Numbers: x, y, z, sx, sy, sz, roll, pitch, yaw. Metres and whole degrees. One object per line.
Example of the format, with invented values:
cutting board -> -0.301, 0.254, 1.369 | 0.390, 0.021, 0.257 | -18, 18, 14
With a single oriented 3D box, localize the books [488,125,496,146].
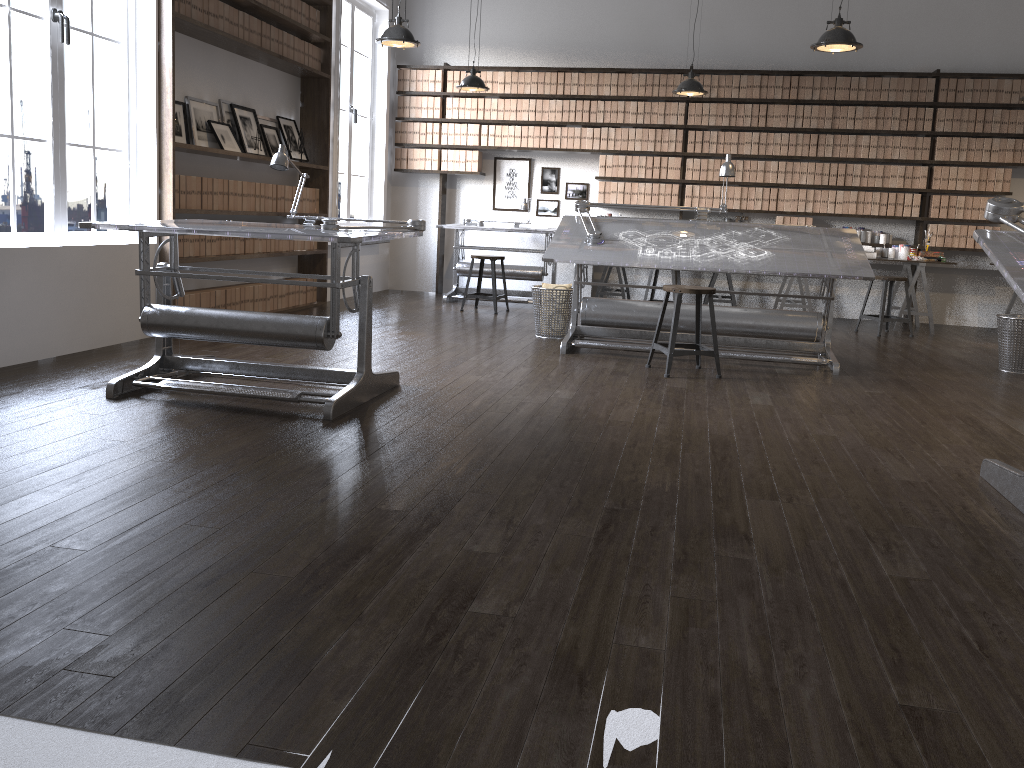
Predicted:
books -> -0.196, -2.643, 9.470 | 0.067, 0.224, 0.176 | 4, 9, 11

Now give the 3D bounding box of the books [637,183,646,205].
books -> 1.352, -1.976, 9.229 | 0.067, 0.224, 0.175 | 4, 9, 11

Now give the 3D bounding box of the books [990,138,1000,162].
books -> 4.615, -2.235, 8.505 | 0.067, 0.224, 0.176 | 4, 9, 11

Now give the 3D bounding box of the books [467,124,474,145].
books -> -0.424, -2.670, 9.518 | 0.067, 0.224, 0.176 | 4, 9, 11

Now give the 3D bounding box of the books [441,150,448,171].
books -> -0.711, -2.421, 9.607 | 0.067, 0.224, 0.176 | 4, 9, 11

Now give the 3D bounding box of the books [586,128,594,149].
books -> 0.824, -2.555, 9.267 | 0.067, 0.224, 0.176 | 4, 9, 11

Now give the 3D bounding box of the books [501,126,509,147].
books -> -0.057, -2.632, 9.448 | 0.067, 0.224, 0.175 | 4, 9, 11

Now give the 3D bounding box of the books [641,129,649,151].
books -> 1.380, -2.515, 9.156 | 0.067, 0.224, 0.176 | 4, 9, 11

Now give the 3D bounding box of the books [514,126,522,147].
books -> 0.080, -2.619, 9.413 | 0.067, 0.224, 0.176 | 4, 9, 11

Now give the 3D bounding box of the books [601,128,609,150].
books -> 0.971, -2.549, 9.234 | 0.067, 0.224, 0.176 | 4, 9, 11

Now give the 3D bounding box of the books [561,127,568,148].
books -> 0.563, -2.578, 9.323 | 0.067, 0.224, 0.175 | 4, 9, 11

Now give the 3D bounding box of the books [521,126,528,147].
books -> 0.151, -2.613, 9.399 | 0.067, 0.224, 0.176 | 4, 9, 11

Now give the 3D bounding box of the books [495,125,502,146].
books -> -0.126, -2.638, 9.460 | 0.067, 0.224, 0.176 | 4, 9, 11

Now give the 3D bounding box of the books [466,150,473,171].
books -> -0.444, -2.399, 9.560 | 0.067, 0.224, 0.175 | 4, 9, 11

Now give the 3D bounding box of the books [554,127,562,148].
books -> 0.492, -2.584, 9.333 | 0.067, 0.224, 0.175 | 4, 9, 11

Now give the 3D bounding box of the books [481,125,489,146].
books -> -0.275, -2.650, 9.488 | 0.067, 0.224, 0.176 | 4, 9, 11

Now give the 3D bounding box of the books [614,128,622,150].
books -> 1.112, -2.538, 9.213 | 0.067, 0.224, 0.175 | 4, 9, 11

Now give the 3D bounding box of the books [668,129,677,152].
books -> 1.650, -2.491, 9.099 | 0.067, 0.224, 0.175 | 4, 9, 11

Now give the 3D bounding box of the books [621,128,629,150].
books -> 1.179, -2.532, 9.197 | 0.067, 0.224, 0.176 | 4, 9, 11

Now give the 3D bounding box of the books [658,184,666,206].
books -> 1.556, -1.959, 9.189 | 0.067, 0.224, 0.176 | 4, 9, 11

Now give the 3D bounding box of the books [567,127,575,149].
books -> 0.632, -2.572, 9.309 | 0.067, 0.224, 0.176 | 4, 9, 11

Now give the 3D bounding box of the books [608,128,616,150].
books -> 1.043, -2.544, 9.223 | 0.067, 0.224, 0.175 | 4, 9, 11

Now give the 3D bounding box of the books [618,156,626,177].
books -> 1.153, -2.260, 9.232 | 0.067, 0.224, 0.176 | 4, 9, 11

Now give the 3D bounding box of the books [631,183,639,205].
books -> 1.285, -1.983, 9.246 | 0.067, 0.224, 0.175 | 4, 9, 11

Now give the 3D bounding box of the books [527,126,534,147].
books -> 0.214, -2.608, 9.391 | 0.067, 0.224, 0.176 | 4, 9, 11

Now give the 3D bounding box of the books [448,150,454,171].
books -> -0.640, -2.415, 9.595 | 0.067, 0.224, 0.176 | 4, 9, 11

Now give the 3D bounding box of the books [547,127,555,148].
books -> 0.424, -2.590, 9.351 | 0.067, 0.224, 0.176 | 4, 9, 11

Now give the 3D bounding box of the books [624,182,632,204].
books -> 1.216, -1.988, 9.258 | 0.067, 0.224, 0.176 | 4, 9, 11

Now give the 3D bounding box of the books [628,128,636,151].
books -> 1.247, -2.526, 9.180 | 0.067, 0.224, 0.176 | 4, 9, 11

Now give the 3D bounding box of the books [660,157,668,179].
books -> 1.574, -2.225, 9.154 | 0.067, 0.224, 0.176 | 4, 9, 11

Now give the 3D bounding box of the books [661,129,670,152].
books -> 1.581, -2.498, 9.117 | 0.067, 0.224, 0.175 | 4, 9, 11

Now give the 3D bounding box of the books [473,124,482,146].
books -> -0.363, -2.664, 9.501 | 0.067, 0.224, 0.176 | 4, 9, 11

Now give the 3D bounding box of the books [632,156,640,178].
books -> 1.289, -2.249, 9.210 | 0.067, 0.224, 0.175 | 4, 9, 11

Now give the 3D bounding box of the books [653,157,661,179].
books -> 1.500, -2.230, 9.163 | 0.067, 0.224, 0.176 | 4, 9, 11

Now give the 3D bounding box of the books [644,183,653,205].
books -> 1.423, -1.970, 9.211 | 0.067, 0.224, 0.176 | 4, 9, 11

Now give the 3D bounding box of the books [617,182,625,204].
books -> 1.147, -1.994, 9.268 | 0.067, 0.224, 0.176 | 4, 9, 11

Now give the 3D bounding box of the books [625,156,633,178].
books -> 1.220, -2.255, 9.224 | 0.067, 0.224, 0.176 | 4, 9, 11

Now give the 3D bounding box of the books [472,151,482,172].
books -> -0.376, -2.392, 9.544 | 0.067, 0.224, 0.176 | 4, 9, 11

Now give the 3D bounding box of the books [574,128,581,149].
books -> 0.697, -2.566, 9.290 | 0.067, 0.224, 0.176 | 4, 9, 11

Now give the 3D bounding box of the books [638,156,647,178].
books -> 1.357, -2.243, 9.193 | 0.067, 0.224, 0.175 | 4, 9, 11

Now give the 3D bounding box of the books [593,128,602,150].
books -> 0.894, -2.549, 9.251 | 0.067, 0.224, 0.176 | 4, 9, 11

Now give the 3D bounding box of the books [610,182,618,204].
books -> 1.076, -2.000, 9.284 | 0.067, 0.224, 0.176 | 4, 9, 11

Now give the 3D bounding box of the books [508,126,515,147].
books -> 0.010, -2.625, 9.431 | 0.067, 0.224, 0.175 | 4, 9, 11

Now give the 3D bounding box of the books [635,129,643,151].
books -> 1.319, -2.520, 9.167 | 0.067, 0.224, 0.176 | 4, 9, 11

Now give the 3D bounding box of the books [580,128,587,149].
books -> 0.763, -2.561, 9.281 | 0.067, 0.224, 0.176 | 4, 9, 11

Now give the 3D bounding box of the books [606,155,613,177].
books -> 1.026, -2.271, 9.260 | 0.067, 0.224, 0.176 | 4, 9, 11

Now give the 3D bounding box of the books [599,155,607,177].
books -> 0.955, -2.277, 9.273 | 0.067, 0.224, 0.176 | 4, 9, 11

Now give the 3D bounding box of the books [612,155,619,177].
books -> 1.088, -2.266, 9.250 | 0.067, 0.224, 0.176 | 4, 9, 11

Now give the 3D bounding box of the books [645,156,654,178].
books -> 1.428, -2.238, 9.183 | 0.067, 0.224, 0.176 | 4, 9, 11

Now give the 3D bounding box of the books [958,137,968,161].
books -> 4.339, -2.259, 8.561 | 0.067, 0.224, 0.175 | 4, 9, 11

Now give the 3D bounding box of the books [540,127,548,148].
books -> 0.349, -2.596, 9.361 | 0.067, 0.224, 0.176 | 4, 9, 11

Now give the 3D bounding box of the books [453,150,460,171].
books -> -0.578, -2.410, 9.584 | 0.067, 0.224, 0.176 | 4, 9, 11

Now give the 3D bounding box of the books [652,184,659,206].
books -> 1.493, -1.963, 9.197 | 0.067, 0.224, 0.176 | 4, 9, 11

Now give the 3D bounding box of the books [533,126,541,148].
books -> 0.278, -2.603, 9.380 | 0.067, 0.224, 0.176 | 4, 9, 11

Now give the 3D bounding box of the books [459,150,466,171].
books -> -0.514, -2.403, 9.567 | 0.067, 0.224, 0.176 | 4, 9, 11

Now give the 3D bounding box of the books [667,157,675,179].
books -> 1.647, -2.218, 9.137 | 0.067, 0.224, 0.176 | 4, 9, 11
